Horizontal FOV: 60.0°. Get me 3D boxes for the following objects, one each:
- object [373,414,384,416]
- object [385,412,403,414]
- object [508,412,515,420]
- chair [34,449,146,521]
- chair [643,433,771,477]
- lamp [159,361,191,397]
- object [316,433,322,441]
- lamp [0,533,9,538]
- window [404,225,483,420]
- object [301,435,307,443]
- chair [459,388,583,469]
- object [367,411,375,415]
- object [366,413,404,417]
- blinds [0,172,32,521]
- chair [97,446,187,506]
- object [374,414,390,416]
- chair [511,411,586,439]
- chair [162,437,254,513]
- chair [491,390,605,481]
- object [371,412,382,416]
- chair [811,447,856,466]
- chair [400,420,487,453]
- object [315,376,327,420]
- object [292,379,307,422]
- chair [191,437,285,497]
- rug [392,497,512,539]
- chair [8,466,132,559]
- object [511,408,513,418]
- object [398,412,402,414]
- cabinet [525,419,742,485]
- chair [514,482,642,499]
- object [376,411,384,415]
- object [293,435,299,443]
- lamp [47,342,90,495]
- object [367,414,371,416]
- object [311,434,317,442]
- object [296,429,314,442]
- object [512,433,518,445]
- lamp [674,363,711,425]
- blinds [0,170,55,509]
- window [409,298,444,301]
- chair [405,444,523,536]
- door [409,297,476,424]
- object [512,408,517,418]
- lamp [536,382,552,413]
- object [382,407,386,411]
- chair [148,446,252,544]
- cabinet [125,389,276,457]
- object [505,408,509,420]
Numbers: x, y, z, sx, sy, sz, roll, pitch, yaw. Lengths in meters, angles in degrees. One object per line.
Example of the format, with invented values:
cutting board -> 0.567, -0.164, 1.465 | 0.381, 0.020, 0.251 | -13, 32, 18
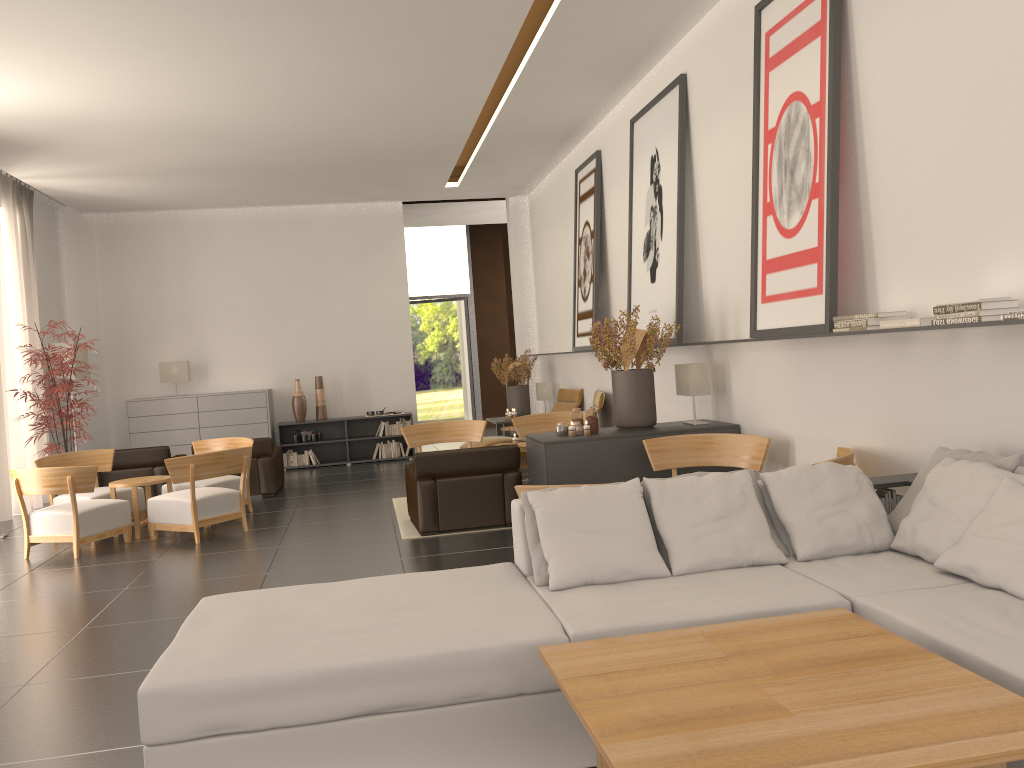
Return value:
object -> -3.120, 0.728, 20.832 | 0.515, 0.015, 0.014 | -5, 1, -18
object -> -2.802, 0.688, 21.072 | 0.405, 0.034, 0.293 | -3, 2, 38
object -> 0.020, 0.700, 19.670 | 0.207, 0.187, 0.111 | -5, 1, -23
chair -> -6.513, 1.668, 13.766 | 1.150, 1.226, 1.453 | -3, 1, 25
chair -> 2.005, 1.201, 9.476 | 1.451, 1.226, 1.152 | -3, 1, 30
lamp -> -7.779, -0.118, 20.501 | 0.619, 0.796, 0.309 | -4, 1, -10
object -> -4.519, 1.236, 20.774 | 0.135, 0.179, 0.136 | -4, 1, -4
lamp -> -8.428, 0.826, 13.707 | 0.908, 3.178, 1.000 | -4, 1, -10
window -> -6.259, -1.849, 27.597 | 10.311, 7.379, 0.100 | -4, 1, -10
object -> -4.791, 1.264, 20.490 | 0.135, 0.179, 0.136 | -4, 1, -9
chair -> 0.207, 0.923, 18.177 | 2.422, 1.486, 1.299 | -5, 1, -20
object -> -3.370, 0.701, 21.139 | 0.188, 0.082, 0.188 | -3, 2, 41
object -> -3.013, 0.724, 21.002 | 0.894, 0.003, 0.671 | -4, 2, -7
blinds -> -9.230, -0.810, 15.712 | 0.415, 6.430, 1.550 | -4, 1, -6
chair -> -6.885, 1.682, 16.311 | 1.538, 1.075, 1.500 | -4, 1, -10
object -> -3.047, 0.724, 20.806 | 0.515, 0.015, 0.014 | -4, 1, -11
chair -> 0.789, 1.111, 14.760 | 1.452, 1.226, 1.151 | -4, 1, -10
chair -> -4.872, 1.535, 14.321 | 1.451, 1.226, 1.152 | -3, 1, 30
chair -> 0.522, 0.958, 16.348 | 2.421, 1.486, 1.300 | -4, 1, 0
object -> -3.195, 0.708, 20.911 | 0.292, 0.058, 0.086 | -5, 2, -23
chair -> 2.429, 1.222, 7.823 | 1.150, 1.226, 1.453 | -3, 2, 35
chair -> -1.038, 1.250, 14.445 | 1.452, 1.226, 1.151 | -4, 1, -10
object -> -4.501, 0.330, 20.814 | 0.262, 1.025, 0.262 | -4, 1, -6
object -> -4.928, 0.386, 20.516 | 0.326, 0.992, 0.327 | -4, 1, 14
chair -> -5.129, 1.548, 16.614 | 1.538, 1.075, 1.500 | -4, 1, -10
rug -> 0.259, 1.808, 13.463 | 4.001, 0.010, 3.558 | -4, 2, -10
chair -> -6.042, 1.685, 12.173 | 1.451, 1.226, 1.151 | -4, 1, 15
object -> 0.024, 0.663, 19.809 | 0.104, 0.254, 0.104 | -3, 1, 41
object -> -2.630, 0.679, 20.872 | 0.112, 0.040, 0.034 | -5, 1, -21
cabinet -> 1.489, 1.182, 10.976 | 2.401, 1.239, 1.120 | -4, 1, -10
chair -> 0.835, 1.350, 7.329 | 1.451, 1.226, 1.151 | -4, 1, 15
object -> -3.149, 0.685, 21.173 | 0.188, 0.082, 0.188 | -4, 2, 5
object -> -5.001, 1.277, 20.529 | 0.135, 0.179, 0.136 | -4, 1, -9
lamp -> -9.312, 0.728, 18.830 | 0.908, 3.178, 1.000 | -4, 1, -10
object -> -3.370, 0.729, 20.925 | 0.112, 0.040, 0.034 | -3, 2, 35
object -> -4.592, 1.248, 20.553 | 0.136, 0.179, 0.135 | -5, 1, -39
object -> -4.825, 1.194, 20.697 | 0.413, 0.309, 0.142 | -4, 1, 5
object -> 0.046, 0.848, 13.599 | 0.076, 0.187, 0.076 | -4, 1, 29
lamp -> 2.270, 0.124, 11.097 | 0.257, 0.757, 0.514 | -4, 1, -10
blinds -> -9.516, -0.842, 17.381 | 0.417, 6.430, 1.550 | -4, 1, -14
window -> 0.057, -3.960, 22.638 | 99.141, 20.577, 48.630 | -4, 2, -10
chair -> -0.652, 1.372, 12.139 | 1.538, 1.075, 1.500 | -4, 1, -10
door -> -2.474, -0.586, 28.565 | 2.377, 4.268, 0.100 | -4, 1, 5
object -> 0.063, 0.664, 19.690 | 0.104, 0.254, 0.104 | -3, 1, 41
lamp -> 0.739, 0.350, 20.182 | 0.257, 0.756, 0.514 | -4, 1, -10
object -> -3.111, 0.629, 21.211 | 0.262, 0.152, 0.086 | -5, 2, -42
chair -> -4.448, 1.557, 12.667 | 1.150, 1.226, 1.453 | -3, 2, 35
cabinet -> -7.093, 1.175, 20.434 | 3.081, 1.876, 1.040 | -4, 1, -10
object -> -0.093, 0.672, 19.762 | 0.108, 0.254, 0.108 | -3, 1, 45
